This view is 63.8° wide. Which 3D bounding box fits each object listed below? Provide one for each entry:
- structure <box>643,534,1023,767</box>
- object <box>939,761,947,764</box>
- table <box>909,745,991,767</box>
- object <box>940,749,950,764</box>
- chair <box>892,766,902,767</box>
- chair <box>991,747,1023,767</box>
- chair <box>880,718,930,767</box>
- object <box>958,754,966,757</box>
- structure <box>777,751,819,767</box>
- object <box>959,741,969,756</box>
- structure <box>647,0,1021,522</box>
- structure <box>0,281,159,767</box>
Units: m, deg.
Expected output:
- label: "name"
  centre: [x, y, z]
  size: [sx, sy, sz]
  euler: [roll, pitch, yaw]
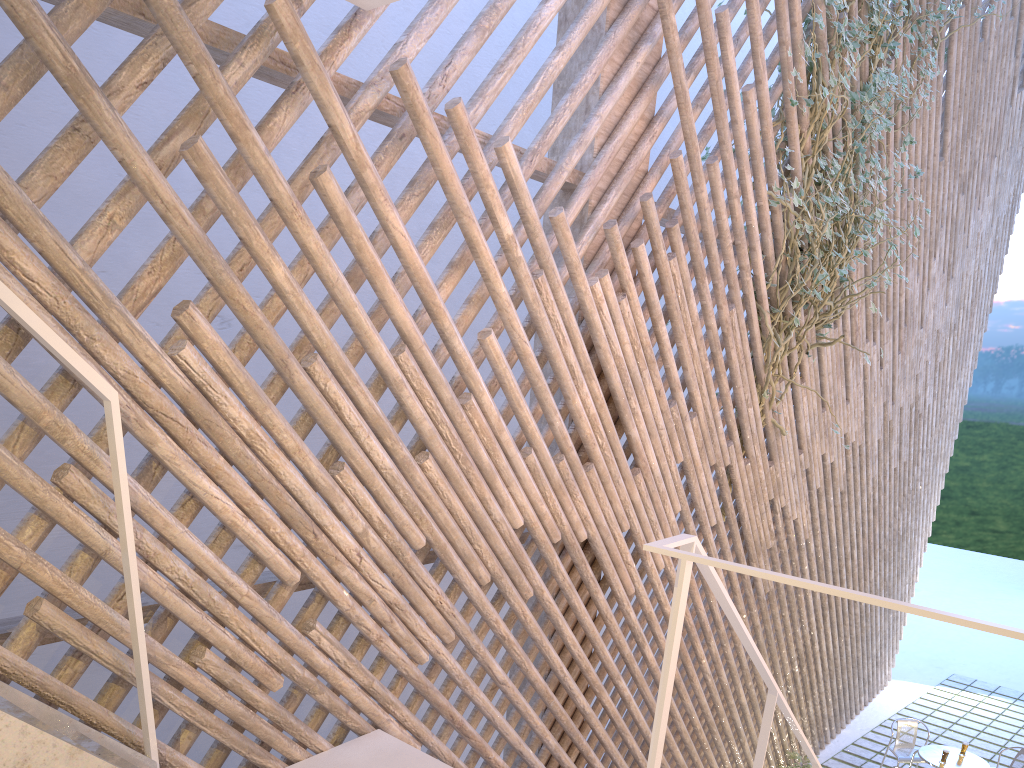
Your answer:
- label: "structure"
  centre: [0.681, 1.258, 2.161]
  size: [1.124, 2.147, 1.872]
  euler: [16, 17, 36]
- label: "object"
  centre: [3.307, 1.862, 3.345]
  size: [2.757, 0.469, 0.058]
  euler: [6, 17, 40]
- label: "table"
  centre: [2.327, 2.157, 4.417]
  size: [0.348, 0.366, 0.316]
  euler: [5, 12, 4]
- label: "object"
  centre: [2.253, 1.939, 4.284]
  size: [0.032, 0.084, 0.028]
  euler: [3, 18, -3]
- label: "chair"
  centre: [2.063, 2.120, 4.234]
  size: [0.247, 0.416, 0.237]
  euler: [18, 21, 40]
- label: "chair"
  centre: [2.657, 2.158, 4.484]
  size: [0.249, 0.416, 0.234]
  euler: [3, 16, -3]
- label: "chair"
  centre: [2.271, 2.121, 4.700]
  size: [0.263, 0.416, 0.221]
  euler: [2, 16, -7]
- label: "object"
  centre: [3.403, 1.885, 3.422]
  size: [2.712, 0.432, 0.036]
  euler: [6, 17, 43]
- label: "structure"
  centre: [1.568, 2.118, 4.436]
  size: [0.286, 0.354, 0.296]
  euler: [11, 14, 27]
- label: "object"
  centre: [2.414, 1.948, 4.392]
  size: [0.032, 0.084, 0.028]
  euler: [3, 18, -3]
- label: "structure"
  centre: [1.199, -0.908, 2.913]
  size: [0.703, 2.979, 2.240]
  euler: [18, 19, 35]
- label: "structure"
  centre: [-0.661, -0.268, 0.317]
  size: [0.505, 2.062, 1.198]
  euler: [19, 21, 37]
